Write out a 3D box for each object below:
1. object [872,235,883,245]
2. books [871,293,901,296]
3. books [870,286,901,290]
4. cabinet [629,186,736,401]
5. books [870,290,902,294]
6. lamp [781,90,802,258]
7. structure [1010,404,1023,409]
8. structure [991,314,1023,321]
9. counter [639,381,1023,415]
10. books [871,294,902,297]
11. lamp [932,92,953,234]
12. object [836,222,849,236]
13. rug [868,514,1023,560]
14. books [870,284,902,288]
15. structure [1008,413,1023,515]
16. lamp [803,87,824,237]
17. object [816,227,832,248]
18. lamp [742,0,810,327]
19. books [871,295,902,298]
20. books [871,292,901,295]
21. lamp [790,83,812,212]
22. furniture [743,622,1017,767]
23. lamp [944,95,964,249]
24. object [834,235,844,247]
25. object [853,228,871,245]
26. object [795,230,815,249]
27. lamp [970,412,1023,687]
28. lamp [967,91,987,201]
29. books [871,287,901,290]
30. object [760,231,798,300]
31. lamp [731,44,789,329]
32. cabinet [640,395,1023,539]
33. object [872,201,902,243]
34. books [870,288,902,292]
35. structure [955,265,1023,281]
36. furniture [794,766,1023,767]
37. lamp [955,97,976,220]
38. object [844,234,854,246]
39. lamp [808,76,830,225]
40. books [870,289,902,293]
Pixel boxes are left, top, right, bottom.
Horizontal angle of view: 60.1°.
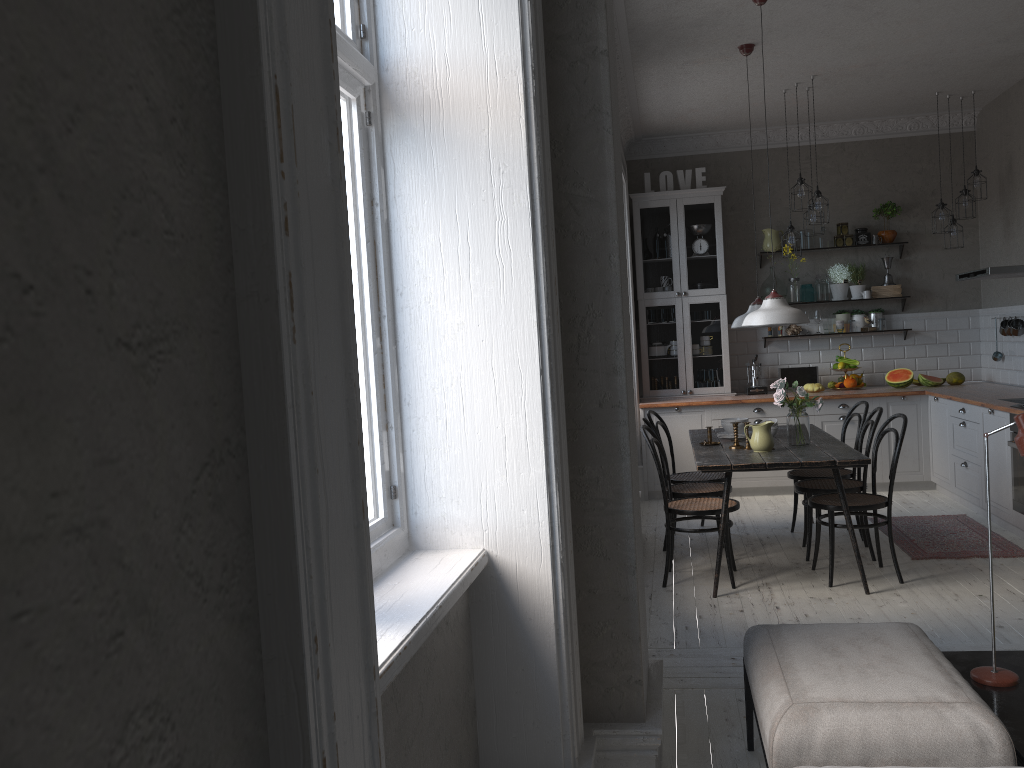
[{"bbox_3d":[3.325,-1.316,8.076,0.093,0.096,0.075,-3,2,9],"label":"object"},{"bbox_3d":[3.449,-0.823,8.171,0.257,0.016,0.160,-2,3,21],"label":"books"},{"bbox_3d":[3.445,-0.888,8.168,0.258,0.016,0.159,-3,2,17],"label":"books"},{"bbox_3d":[1.590,-0.811,8.276,0.874,1.921,0.390,-3,3,8],"label":"cabinet"},{"bbox_3d":[3.448,-0.845,8.170,0.258,0.011,0.159,-3,2,14],"label":"books"},{"bbox_3d":[2.161,-1.866,6.959,0.149,1.735,0.144,-5,3,-24],"label":"lamp"},{"bbox_3d":[3.347,0.130,5.287,0.493,0.031,0.609,-3,2,9],"label":"structure"},{"bbox_3d":[4.068,-0.536,7.093,0.094,0.053,1.092,-3,2,10],"label":"structure"},{"bbox_3d":[2.526,0.153,6.718,3.142,0.039,3.411,-3,2,9],"label":"counter"},{"bbox_3d":[3.450,-0.813,8.171,0.258,0.011,0.159,-3,2,14],"label":"books"},{"bbox_3d":[3.508,-2.115,7.288,0.143,1.735,0.150,-1,3,41],"label":"lamp"},{"bbox_3d":[3.042,-1.423,8.150,0.083,0.113,0.082,-4,2,-11],"label":"object"},{"bbox_3d":[2.865,1.002,5.891,0.731,0.014,1.297,-3,2,10],"label":"rug"},{"bbox_3d":[3.445,-0.899,8.167,0.258,0.011,0.159,-3,2,14],"label":"books"},{"bbox_3d":[3.393,0.493,5.295,0.614,0.623,0.626,-3,2,9],"label":"structure"},{"bbox_3d":[2.323,-2.034,6.924,0.147,1.735,0.146,-4,2,-4],"label":"lamp"},{"bbox_3d":[2.914,-1.362,8.286,0.142,0.220,0.137,-5,3,-31],"label":"object"},{"bbox_3d":[1.442,-1.257,4.991,0.387,1.859,0.371,-6,3,-43],"label":"lamp"},{"bbox_3d":[3.450,-0.801,8.172,0.259,0.011,0.159,-3,2,11],"label":"books"},{"bbox_3d":[3.449,-0.834,8.170,0.258,0.016,0.159,-3,2,17],"label":"books"},{"bbox_3d":[2.179,-2.201,6.778,0.147,1.735,0.146,-4,2,-4],"label":"lamp"},{"bbox_3d":[1.004,1.011,2.565,0.580,0.476,0.833,-3,2,9],"label":"furniture"},{"bbox_3d":[3.666,-2.006,7.408,0.149,1.735,0.145,-4,3,-19],"label":"lamp"},{"bbox_3d":[3.017,-1.310,8.171,0.082,0.113,0.083,-3,2,9],"label":"object"},{"bbox_3d":[3.231,-1.354,8.187,0.141,0.174,0.143,-3,2,9],"label":"object"},{"bbox_3d":[2.722,-1.330,8.217,0.176,0.184,0.168,-6,3,-42],"label":"object"},{"bbox_3d":[1.522,0.504,2.708,0.246,0.839,0.141,-1,3,44],"label":"lamp"},{"bbox_3d":[3.806,-2.391,7.304,0.149,1.735,0.145,-4,3,-19],"label":"lamp"},{"bbox_3d":[3.446,-0.877,8.168,0.257,0.016,0.160,-2,3,21],"label":"books"},{"bbox_3d":[2.419,-1.077,8.220,0.339,0.674,0.332,-4,3,-23],"label":"object"},{"bbox_3d":[1.599,-1.303,5.875,0.375,1.859,0.383,-3,3,16],"label":"lamp"},{"bbox_3d":[3.021,0.532,6.820,2.028,0.854,4.110,-5,3,-35],"label":"cabinet"},{"bbox_3d":[3.445,-1.475,8.104,0.256,0.397,0.246,-2,3,34],"label":"object"},{"bbox_3d":[3.446,-0.867,8.169,0.258,0.011,0.159,-3,2,14],"label":"books"},{"bbox_3d":[3.578,-1.566,6.230,0.708,1.596,0.716,-3,2,9],"label":"structure"},{"bbox_3d":[0.831,1.061,1.590,0.580,0.476,0.833,-3,2,9],"label":"furniture"},{"bbox_3d":[3.803,-2.270,7.483,0.150,1.735,0.143,-5,3,-39],"label":"lamp"},{"bbox_3d":[3.103,-1.315,8.156,0.082,0.113,0.084,-3,3,19],"label":"object"},{"bbox_3d":[2.253,-2.067,6.613,0.149,1.735,0.144,-5,3,-34],"label":"lamp"},{"bbox_3d":[3.447,-0.856,8.169,0.259,0.011,0.159,-3,2,11],"label":"books"}]
